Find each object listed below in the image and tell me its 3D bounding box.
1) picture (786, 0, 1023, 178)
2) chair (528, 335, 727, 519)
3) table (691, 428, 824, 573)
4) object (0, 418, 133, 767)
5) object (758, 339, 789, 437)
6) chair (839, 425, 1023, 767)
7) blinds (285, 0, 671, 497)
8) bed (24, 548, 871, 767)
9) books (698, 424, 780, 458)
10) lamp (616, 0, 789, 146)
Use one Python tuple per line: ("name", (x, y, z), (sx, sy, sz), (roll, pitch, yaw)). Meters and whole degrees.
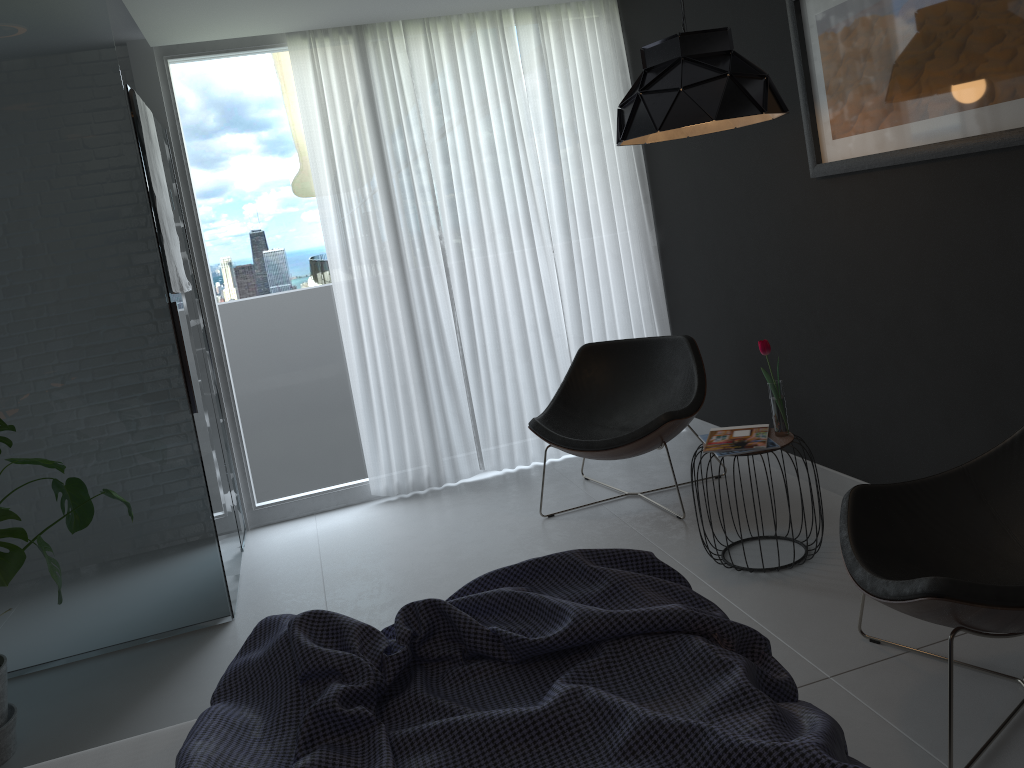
("picture", (1.369, -1.033, 2.503), (0.041, 0.716, 1.962), (-11, 10, -13))
("chair", (0.527, 0.184, 4.147), (0.786, 0.685, 0.825), (-5, 9, 29))
("table", (0.896, 0.417, 3.241), (0.455, 0.432, 0.450), (-15, 10, -36))
("object", (-1.678, 0.630, 2.717), (0.850, 1.040, 1.001), (-9, 8, 5))
("object", (0.945, 0.016, 3.187), (0.066, 0.353, 0.077), (-8, 6, 19))
("chair", (1.250, 0.422, 2.169), (0.812, 0.686, 0.799), (-8, 8, 8))
("blinds", (-0.088, -0.870, 4.828), (1.860, 2.677, 0.137), (-11, 6, -14))
("bed", (-0.751, 0.266, 1.081), (2.618, 2.026, 2.574), (-12, 9, -13))
("books", (-2.276, 1.310, 0.994), (8.322, 0.369, 0.405), (-17, 10, -34))
("lamp", (0.588, -1.334, 3.070), (0.582, 0.896, 0.614), (-9, 7, 5))
